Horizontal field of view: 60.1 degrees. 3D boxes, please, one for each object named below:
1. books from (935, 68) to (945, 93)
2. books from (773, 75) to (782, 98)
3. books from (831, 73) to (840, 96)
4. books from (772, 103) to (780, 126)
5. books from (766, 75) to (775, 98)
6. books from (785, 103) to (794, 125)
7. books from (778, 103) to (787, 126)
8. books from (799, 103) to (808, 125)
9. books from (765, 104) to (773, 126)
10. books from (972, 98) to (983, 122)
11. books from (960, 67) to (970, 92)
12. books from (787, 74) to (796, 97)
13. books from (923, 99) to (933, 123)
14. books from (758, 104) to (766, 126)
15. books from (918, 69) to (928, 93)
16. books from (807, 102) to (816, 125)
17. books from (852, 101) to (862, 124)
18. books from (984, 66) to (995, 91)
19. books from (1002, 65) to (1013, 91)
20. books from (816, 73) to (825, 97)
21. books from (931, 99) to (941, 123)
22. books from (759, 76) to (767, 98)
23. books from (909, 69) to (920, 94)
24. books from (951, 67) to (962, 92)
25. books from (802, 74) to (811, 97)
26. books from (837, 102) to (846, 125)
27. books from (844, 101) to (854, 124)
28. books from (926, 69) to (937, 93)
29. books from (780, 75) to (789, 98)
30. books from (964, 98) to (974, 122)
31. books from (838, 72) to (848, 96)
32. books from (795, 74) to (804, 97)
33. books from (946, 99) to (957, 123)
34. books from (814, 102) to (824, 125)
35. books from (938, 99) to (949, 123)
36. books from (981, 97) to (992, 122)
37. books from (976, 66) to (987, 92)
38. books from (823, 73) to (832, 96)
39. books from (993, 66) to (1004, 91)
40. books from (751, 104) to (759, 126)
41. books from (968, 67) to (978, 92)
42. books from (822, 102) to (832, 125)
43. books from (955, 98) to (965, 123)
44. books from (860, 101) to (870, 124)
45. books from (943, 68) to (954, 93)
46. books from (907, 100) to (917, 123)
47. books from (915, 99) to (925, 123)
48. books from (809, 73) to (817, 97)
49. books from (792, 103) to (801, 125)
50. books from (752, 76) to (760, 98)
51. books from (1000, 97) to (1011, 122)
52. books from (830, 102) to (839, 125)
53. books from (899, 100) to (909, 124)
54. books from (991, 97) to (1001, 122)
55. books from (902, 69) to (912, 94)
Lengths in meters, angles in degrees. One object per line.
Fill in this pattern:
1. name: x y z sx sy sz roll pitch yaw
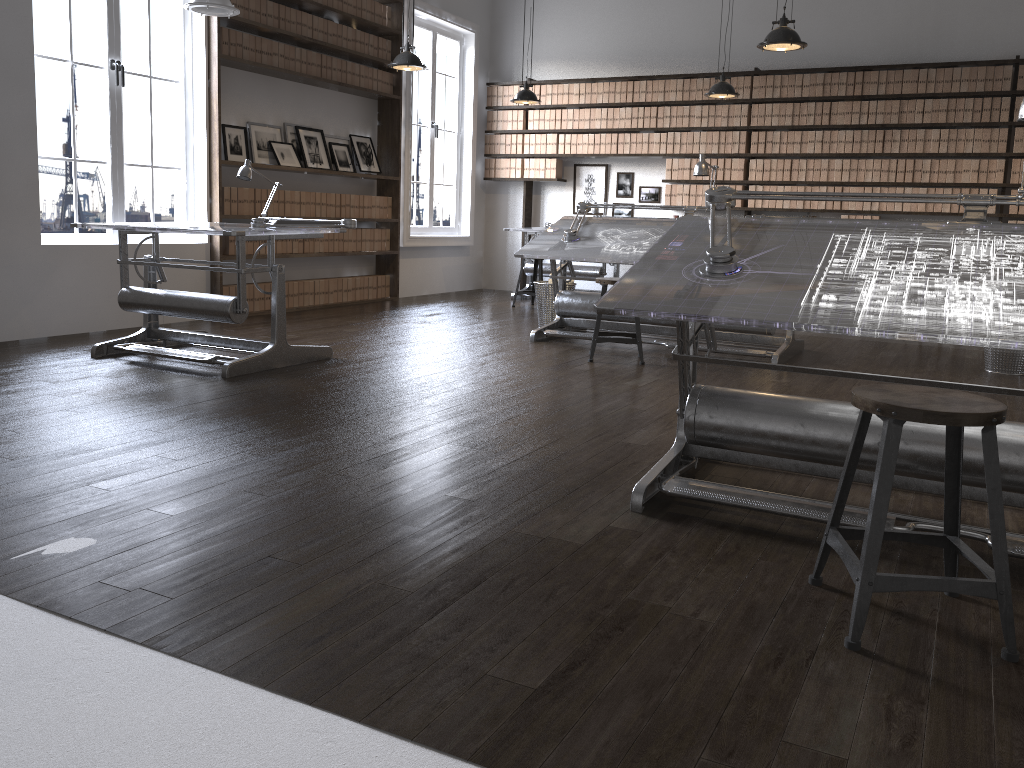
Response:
1. books: 4.002 -2.823 8.283 0.067 0.224 0.175 6 10 27
2. books: 2.697 -2.993 8.949 0.067 0.224 0.175 6 10 27
3. books: 3.186 -2.929 8.701 0.067 0.224 0.175 6 10 27
4. books: 2.694 -2.719 8.983 0.067 0.224 0.175 6 10 27
5. books: 2.632 -3.001 8.979 0.067 0.224 0.175 6 10 27
6. books: 2.808 -2.704 8.921 0.067 0.224 0.175 6 10 27
7. books: 2.751 -2.712 8.956 0.067 0.224 0.175 6 10 27
8. books: 2.933 -2.689 8.864 0.067 0.224 0.175 6 10 27
9. books: 2.629 -2.727 9.014 0.067 0.224 0.175 6 10 27
10. books: 4.291 -2.511 8.166 0.067 0.224 0.175 6 10 27
11. books: 4.189 -2.798 8.182 0.067 0.224 0.175 6 10 27
12. books: 2.822 -2.977 8.887 0.067 0.224 0.175 6 10 27
13. books: 3.927 -2.558 8.349 0.067 0.224 0.175 6 10 27
14. books: 2.569 -2.736 9.050 0.067 0.224 0.175 6 10 27
15. books: 3.873 -2.838 8.341 0.067 0.224 0.175 6 10 27
16. books: 2.994 -2.680 8.828 0.067 0.224 0.175 6 10 27
17. books: 3.366 -2.631 8.634 0.067 0.224 0.175 6 10 27
18. books: 4.365 -2.775 8.095 0.067 0.224 0.175 6 10 27
19. books: 4.488 -2.758 8.027 0.067 0.224 0.175 6 10 27
20. books: 3.061 -2.944 8.759 0.067 0.224 0.175 6 10 27
21. books: 3.983 -2.551 8.322 0.067 0.224 0.175 6 10 27
22. books: 2.567 -3.009 9.012 0.067 0.224 0.175 6 10 27
23. books: 3.809 -2.846 8.374 0.067 0.224 0.175 6 10 27
24. books: 4.124 -2.806 8.214 0.067 0.224 0.175 6 10 27
25. books: 2.947 -2.960 8.821 0.067 0.224 0.175 6 10 27
26. books: 3.248 -2.647 8.700 0.067 0.224 0.175 6 10 27
27. books: 3.302 -2.639 8.667 0.067 0.224 0.175 6 10 27
28. books: 3.939 -2.830 8.311 0.067 0.224 0.175 6 10 27
29. books: 2.761 -2.985 8.921 0.067 0.224 0.175 6 10 27
30. books: 4.226 -2.519 8.194 0.067 0.224 0.175 6 10 27
31. books: 3.247 -2.921 8.665 0.067 0.224 0.175 6 10 27
32. books: 2.882 -2.968 8.852 0.067 0.224 0.175 6 10 27
33. books: 4.102 -2.536 8.262 0.067 0.224 0.175 6 10 27
34. books: 3.059 -2.672 8.799 0.067 0.224 0.175 6 10 27
35. books: 4.040 -2.543 8.288 0.067 0.224 0.175 6 10 27
36. books: 4.355 -2.502 8.127 0.067 0.224 0.175 6 10 27
37. books: 4.302 -2.782 8.121 0.067 0.224 0.175 6 10 27
38. books: 3.123 -2.938 8.733 0.067 0.224 0.175 6 10 27
39. books: 4.427 -2.767 8.063 0.067 0.224 0.175 6 10 27
40. books: 2.508 -2.745 9.083 0.067 0.224 0.175 6 10 27
41. books: 4.245 -2.791 8.155 0.067 0.224 0.175 6 10 27
42. books: 3.123 -2.663 8.760 0.067 0.224 0.175 6 10 27
43. books: 4.165 -2.527 8.230 0.067 0.224 0.175 6 10 27
44. books: 3.432 -2.623 8.604 0.067 0.224 0.175 6 10 27
45. books: 4.063 -2.814 8.249 0.067 0.224 0.175 6 10 27
46. books: 3.801 -2.575 8.416 0.067 0.224 0.175 6 10 27
47. books: 3.862 -2.566 8.381 0.067 0.224 0.175 6 10 27
48. books: 3.004 -2.953 8.793 0.067 0.224 0.175 6 10 27
49. books: 2.870 -2.697 8.896 0.067 0.224 0.175 6 10 27
50. books: 2.514 -3.017 9.045 0.067 0.224 0.175 6 10 27
51. books: 4.489 -2.485 8.061 0.067 0.224 0.175 6 10 27
52. books: 3.191 -2.655 8.732 0.067 0.224 0.175 6 10 27
53. books: 3.740 -2.583 8.450 0.067 0.224 0.175 6 10 27
54. books: 4.423 -2.494 8.098 0.067 0.224 0.175 6 10 27
55. books: 3.755 -2.855 8.406 0.067 0.224 0.175 6 10 27
